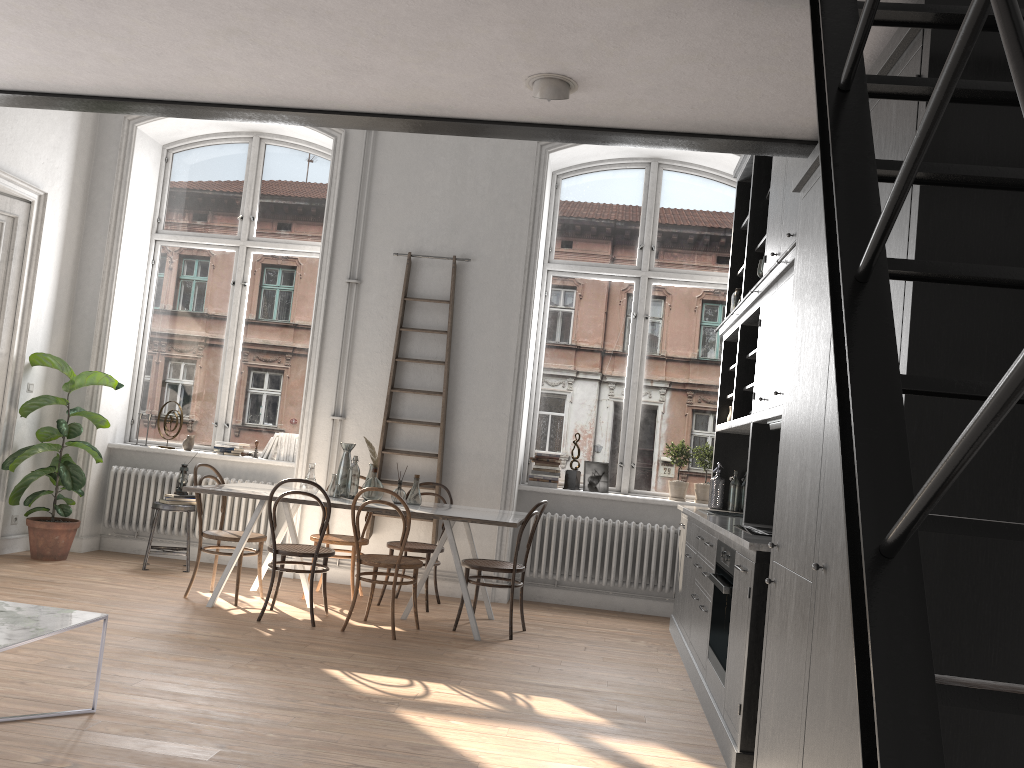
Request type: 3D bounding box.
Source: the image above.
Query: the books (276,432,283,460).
[{"bbox_3d":[-2.030,0.553,7.843,0.024,0.243,0.175,5,-4,6],"label":"books"}]

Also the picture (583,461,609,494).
[{"bbox_3d":[0.709,0.796,7.572,0.221,0.264,0.149,7,-4,-10],"label":"picture"}]

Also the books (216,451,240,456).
[{"bbox_3d":[-2.516,0.616,7.853,0.147,0.023,0.221,9,-5,-35],"label":"books"}]

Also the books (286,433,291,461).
[{"bbox_3d":[-1.942,0.560,7.829,0.019,0.243,0.175,5,-4,6],"label":"books"}]

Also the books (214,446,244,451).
[{"bbox_3d":[-2.503,0.572,7.850,0.221,0.023,0.147,4,-5,22],"label":"books"}]

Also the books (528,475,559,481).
[{"bbox_3d":[0.272,0.798,7.555,0.249,0.023,0.175,5,-4,7],"label":"books"}]

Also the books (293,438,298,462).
[{"bbox_3d":[-1.880,0.584,7.806,0.020,0.205,0.155,5,-4,6],"label":"books"}]

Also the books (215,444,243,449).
[{"bbox_3d":[-2.500,0.550,7.840,0.205,0.020,0.155,6,-4,-4],"label":"books"}]

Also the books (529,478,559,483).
[{"bbox_3d":[0.270,0.821,7.553,0.249,0.023,0.175,6,-4,2],"label":"books"}]

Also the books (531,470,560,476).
[{"bbox_3d":[0.287,0.761,7.573,0.245,0.028,0.194,6,-4,1],"label":"books"}]

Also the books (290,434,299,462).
[{"bbox_3d":[-1.901,0.563,7.808,0.019,0.243,0.175,5,-4,6],"label":"books"}]

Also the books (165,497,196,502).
[{"bbox_3d":[-2.725,0.945,7.292,0.232,0.029,0.163,8,-5,-23],"label":"books"}]

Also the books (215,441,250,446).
[{"bbox_3d":[-2.476,0.529,7.860,0.243,0.019,0.175,5,-5,16],"label":"books"}]

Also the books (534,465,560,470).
[{"bbox_3d":[0.300,0.714,7.577,0.222,0.024,0.158,5,-4,6],"label":"books"}]

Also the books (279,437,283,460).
[{"bbox_3d":[-2.008,0.572,7.819,0.020,0.205,0.155,5,-4,6],"label":"books"}]

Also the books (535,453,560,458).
[{"bbox_3d":[0.302,0.607,7.589,0.201,0.024,0.159,6,-4,-4],"label":"books"}]

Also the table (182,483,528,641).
[{"bbox_3d":[-1.041,1.204,6.178,2.200,0.779,1.101,5,-4,6],"label":"table"}]

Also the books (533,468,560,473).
[{"bbox_3d":[0.294,0.736,7.570,0.205,0.022,0.155,4,-5,20],"label":"books"}]

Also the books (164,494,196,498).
[{"bbox_3d":[-2.721,0.923,7.294,0.147,0.027,0.221,2,-6,38],"label":"books"}]

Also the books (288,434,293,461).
[{"bbox_3d":[-1.920,0.563,7.832,0.024,0.243,0.175,5,-4,6],"label":"books"}]

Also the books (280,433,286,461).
[{"bbox_3d":[-1.986,0.554,7.808,0.024,0.243,0.175,5,-4,6],"label":"books"}]

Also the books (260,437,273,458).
[{"bbox_3d":[-2.145,0.563,7.836,0.105,0.194,0.155,5,-4,5],"label":"books"}]

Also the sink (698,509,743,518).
[{"bbox_3d":[1.534,0.845,5.917,0.514,0.504,0.526,5,-4,6],"label":"sink"}]

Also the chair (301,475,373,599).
[{"bbox_3d":[-1.288,1.151,6.718,0.438,0.920,0.549,6,-4,4],"label":"chair"}]

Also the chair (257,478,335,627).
[{"bbox_3d":[-1.385,1.069,5.786,0.438,0.920,0.549,6,-4,1],"label":"chair"}]

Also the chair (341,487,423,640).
[{"bbox_3d":[-0.809,1.120,5.690,0.438,0.920,0.549,5,-4,17],"label":"chair"}]

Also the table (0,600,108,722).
[{"bbox_3d":[-2.127,1.057,3.229,0.849,0.392,0.850,5,-4,6],"label":"table"}]

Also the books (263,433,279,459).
[{"bbox_3d":[-2.105,0.547,7.829,0.100,0.235,0.175,5,-4,6],"label":"books"}]

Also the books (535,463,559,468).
[{"bbox_3d":[0.298,0.691,7.573,0.205,0.022,0.155,6,-4,1],"label":"books"}]

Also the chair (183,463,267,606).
[{"bbox_3d":[-2.003,1.043,6.260,0.549,0.920,0.438,5,-4,14],"label":"chair"}]

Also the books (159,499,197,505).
[{"bbox_3d":[-2.740,0.969,7.288,0.246,0.034,0.194,10,-6,-44],"label":"books"}]

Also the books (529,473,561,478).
[{"bbox_3d":[0.286,0.782,7.570,0.255,0.014,0.193,5,-4,9],"label":"books"}]

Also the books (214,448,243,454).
[{"bbox_3d":[-2.508,0.593,7.850,0.205,0.022,0.155,4,-5,26],"label":"books"}]

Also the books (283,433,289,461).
[{"bbox_3d":[-1.963,0.557,7.814,0.019,0.243,0.175,5,-4,6],"label":"books"}]

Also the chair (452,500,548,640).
[{"bbox_3d":[-0.075,1.221,6.037,0.549,0.920,0.438,4,-4,18],"label":"chair"}]

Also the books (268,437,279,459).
[{"bbox_3d":[-2.081,0.566,7.826,0.072,0.203,0.155,5,-4,6],"label":"books"}]

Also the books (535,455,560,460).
[{"bbox_3d":[0.305,0.628,7.578,0.205,0.020,0.155,5,-4,6],"label":"books"}]

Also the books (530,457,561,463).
[{"bbox_3d":[0.289,0.649,7.578,0.231,0.023,0.163,4,-5,22],"label":"books"}]

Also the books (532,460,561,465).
[{"bbox_3d":[0.295,0.671,7.575,0.243,0.019,0.175,5,-4,6],"label":"books"}]

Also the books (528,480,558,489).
[{"bbox_3d":[0.265,0.853,7.552,0.248,0.043,0.192,5,-4,6],"label":"books"}]
